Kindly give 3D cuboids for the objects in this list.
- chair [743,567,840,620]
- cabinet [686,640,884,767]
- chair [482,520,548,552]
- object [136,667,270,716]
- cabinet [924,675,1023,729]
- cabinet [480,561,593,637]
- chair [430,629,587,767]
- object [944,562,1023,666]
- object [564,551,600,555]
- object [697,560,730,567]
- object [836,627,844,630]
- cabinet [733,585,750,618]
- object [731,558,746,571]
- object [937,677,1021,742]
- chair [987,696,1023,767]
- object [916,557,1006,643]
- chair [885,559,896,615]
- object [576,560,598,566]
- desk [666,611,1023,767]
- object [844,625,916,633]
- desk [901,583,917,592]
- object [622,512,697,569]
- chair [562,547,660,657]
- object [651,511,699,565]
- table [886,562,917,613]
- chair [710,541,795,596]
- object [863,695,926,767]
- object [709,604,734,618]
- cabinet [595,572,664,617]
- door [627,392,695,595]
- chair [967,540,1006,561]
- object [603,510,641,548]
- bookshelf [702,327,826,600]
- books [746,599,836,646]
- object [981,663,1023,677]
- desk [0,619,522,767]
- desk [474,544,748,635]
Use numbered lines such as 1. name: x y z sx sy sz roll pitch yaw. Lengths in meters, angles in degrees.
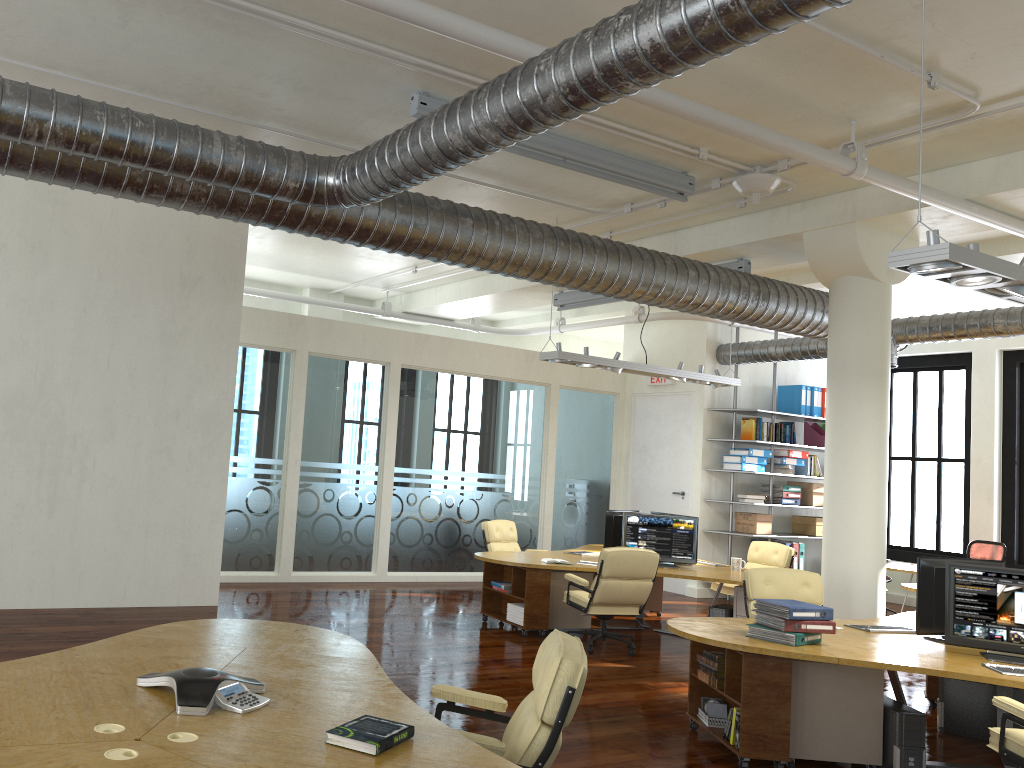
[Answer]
1. chair: 2.267 2.005 7.008 0.714 1.020 0.785 4 -5 -4
2. cabinet: 1.728 1.995 5.661 0.888 0.708 0.890 4 -5 -4
3. chair: 0.063 2.229 11.023 0.859 1.020 0.647 -1 -6 41
4. object: -1.142 1.134 3.370 0.393 0.093 0.567 8 -7 -39
5. cabinet: 3.702 2.246 6.786 0.961 0.708 0.816 1 -6 26
6. cabinet: 0.284 2.255 9.468 0.827 0.708 0.951 6 -6 -26
7. chair: -0.128 1.506 3.603 0.806 1.020 0.696 3 -5 7
8. object: 3.099 1.399 5.350 0.871 0.552 0.269 2 -5 24
9. object: 0.825 1.995 10.483 0.252 0.016 0.431 0 -7 35
10. object: 2.276 2.088 10.360 0.211 0.016 0.514 7 -6 -31
11. object: 2.217 1.682 6.139 0.122 0.015 0.121 -1 -8 44
12. cabinet: 2.810 2.395 9.016 0.975 0.708 0.803 0 -6 34
13. object: 2.505 1.999 9.834 0.148 0.131 0.105 3 -5 9
14. object: 3.361 2.334 6.396 0.522 0.411 0.165 1 -5 28
15. chair: 2.883 1.797 4.365 0.702 1.020 0.799 4 -5 -9
16. object: 3.018 1.452 5.963 0.758 0.551 0.309 6 -5 -20
17. chair: 5.093 2.681 12.626 0.668 1.157 0.823 6 -6 -30
18. object: 0.931 1.886 9.258 0.512 0.016 0.212 2 -6 24
19. desk: 3.311 2.116 5.917 4.227 0.733 3.211 1 -6 27
20. object: 2.621 1.720 6.243 0.453 0.016 0.241 6 -6 -16
21. desk: 6.504 2.589 8.438 3.240 0.733 4.195 7 -6 -29
22. object: 1.607 1.703 9.661 0.810 0.551 0.290 4 -5 1
23. chair: 0.935 2.062 8.611 0.670 1.020 0.834 6 -5 -24
24. object: 1.846 1.767 10.144 0.271 0.552 0.865 6 -6 -27
25. table: 5.508 2.843 11.850 1.459 0.744 1.510 5 -5 -8
26. chair: 2.856 2.395 10.632 0.730 1.020 0.766 6 -5 -24
27. object: 2.308 2.166 5.441 0.178 0.411 0.485 4 -5 -8
28. object: 2.205 2.518 9.204 0.198 0.411 0.434 0 -6 35
29. cabinet: 1.505 2.523 11.348 0.907 0.708 0.871 3 -5 4
30. door: 2.273 1.641 13.748 0.088 3.027 1.351 7 -6 -36
31. chair: 6.370 2.730 12.171 0.709 1.156 0.776 6 -5 -25
32. object: 1.270 1.734 10.236 0.321 0.551 0.730 -1 -7 41
33. bookshelf: 4.498 1.169 13.661 3.302 4.598 0.715 6 -6 -31
34. books: 1.707 1.482 5.540 0.432 0.226 0.441 6 -6 -22
35. object: 2.957 1.623 4.972 0.493 0.016 0.221 3 -6 10
36. desk: -0.846 1.491 2.532 3.839 0.733 3.530 1 -6 33
37. desk: 1.524 2.408 10.328 3.999 0.733 3.417 4 -5 6
